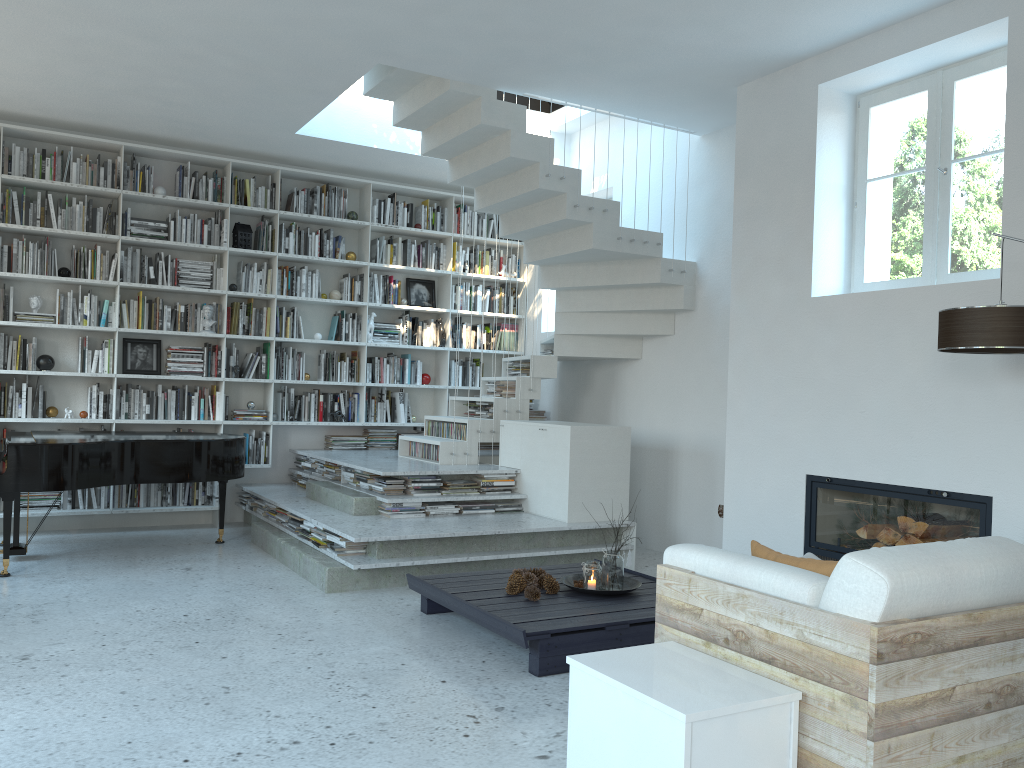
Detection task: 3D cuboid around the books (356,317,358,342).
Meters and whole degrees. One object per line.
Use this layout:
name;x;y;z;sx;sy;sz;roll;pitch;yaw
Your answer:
books;-1.475;-0.503;8.277;0.013;0.245;0.158;2;0;-30

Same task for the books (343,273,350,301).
books;-1.538;-0.885;8.223;0.015;0.267;0.164;2;0;-30

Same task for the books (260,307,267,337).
books;-2.210;-0.542;7.851;0.032;0.266;0.143;2;0;-30

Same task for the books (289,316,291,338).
books;-2.018;-0.506;7.964;0.014;0.209;0.156;2;0;-30

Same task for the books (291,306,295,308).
books;-1.984;-0.550;8.031;0.011;0.300;0.088;2;0;-30

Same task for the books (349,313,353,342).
books;-1.516;-0.519;8.254;0.032;0.274;0.154;2;0;-30

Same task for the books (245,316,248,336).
books;-2.350;-0.504;7.795;0.030;0.181;0.131;2;0;-30

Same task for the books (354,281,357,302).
books;-1.481;-0.850;8.263;0.013;0.202;0.173;2;0;-30

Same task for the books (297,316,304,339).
books;-1.921;-0.502;7.998;0.051;0.210;0.176;2;0;-30

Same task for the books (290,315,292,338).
books;-2.005;-0.507;7.962;0.007;0.211;0.158;2;0;-30

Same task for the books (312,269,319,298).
books;-1.799;-0.898;8.065;0.024;0.272;0.169;2;0;-30

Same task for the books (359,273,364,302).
books;-1.420;-0.886;8.282;0.005;0.278;0.182;2;0;-30

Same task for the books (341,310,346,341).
books;-1.580;-0.532;8.223;0.013;0.295;0.154;2;0;-30

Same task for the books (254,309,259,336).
books;-2.263;-0.532;7.795;0.027;0.242;0.188;2;0;-30

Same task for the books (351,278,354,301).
books;-1.508;-0.864;8.255;0.016;0.228;0.160;2;0;-30

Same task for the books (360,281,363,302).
books;-1.432;-0.850;8.283;0.012;0.206;0.169;2;0;-30

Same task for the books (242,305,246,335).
books;-2.369;-0.553;7.780;0.035;0.278;0.139;2;0;-30

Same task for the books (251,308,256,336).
books;-2.296;-0.538;7.805;0.033;0.253;0.174;2;0;-30

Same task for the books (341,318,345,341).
books;-1.585;-0.494;8.203;0.013;0.219;0.187;2;0;-30

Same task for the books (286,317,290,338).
books;-2.025;-0.498;7.930;0.017;0.192;0.191;2;0;-30

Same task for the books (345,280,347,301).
books;-1.565;-0.855;8.224;0.005;0.205;0.154;2;0;-30

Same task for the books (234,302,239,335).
books;-2.415;-0.563;7.723;0.035;0.293;0.145;2;0;-30

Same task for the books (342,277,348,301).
books;-1.556;-0.868;8.227;0.012;0.232;0.154;2;0;-30

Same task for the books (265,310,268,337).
books;-2.202;-0.532;7.874;0.019;0.248;0.149;2;0;-30

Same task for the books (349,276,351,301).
books;-1.531;-0.873;8.240;0.016;0.244;0.151;2;0;-30

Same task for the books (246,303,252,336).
books;-2.311;-0.559;7.771;0.019;0.293;0.182;2;0;-30

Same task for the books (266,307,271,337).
books;-2.183;-0.542;7.881;0.033;0.268;0.141;2;0;-30

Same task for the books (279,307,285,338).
books;-2.062;-0.543;7.910;0.013;0.279;0.191;2;0;-30

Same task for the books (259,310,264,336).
books;-2.234;-0.529;7.844;0.028;0.239;0.145;2;0;-30

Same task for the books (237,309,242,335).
books;-2.391;-0.532;7.745;0.015;0.232;0.180;2;0;-30

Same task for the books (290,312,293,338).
books;-2.000;-0.522;7.978;0.017;0.243;0.132;2;0;-30

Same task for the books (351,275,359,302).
books;-1.463;-0.877;8.262;0.016;0.257;0.175;2;0;-30

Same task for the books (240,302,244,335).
books;-2.374;-0.562;7.750;0.019;0.294;0.163;2;0;-30

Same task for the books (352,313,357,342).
books;-1.486;-0.518;8.246;0.012;0.273;0.183;2;0;-30

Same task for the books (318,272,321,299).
books;-1.777;-0.887;8.104;0.034;0.254;0.161;2;0;-30

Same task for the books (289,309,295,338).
books;-1.985;-0.535;7.976;0.006;0.270;0.178;2;0;-30

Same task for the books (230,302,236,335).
books;-2.439;-0.564;7.714;0.035;0.293;0.145;2;0;-30

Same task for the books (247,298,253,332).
books;-2.309;-0.581;7.793;0.021;0.337;0.169;2;0;-30

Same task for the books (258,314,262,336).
books;-2.247;-0.512;7.814;0.034;0.204;0.181;2;0;-30

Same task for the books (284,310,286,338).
books;-2.052;-0.531;7.949;0.013;0.256;0.144;2;0;-30

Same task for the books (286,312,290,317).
books;-2.026;-0.523;7.958;0.008;0.242;0.169;2;0;-30

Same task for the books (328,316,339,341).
books;-1.650;-0.506;8.180;0.056;0.241;0.153;2;0;-30

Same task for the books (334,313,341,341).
books;-1.614;-0.518;8.193;0.021;0.264;0.174;2;0;-30

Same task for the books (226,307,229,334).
books;-2.487;-0.541;7.705;0.014;0.244;0.145;2;0;-30

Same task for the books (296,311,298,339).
books;-1.959;-0.526;8.007;0.007;0.254;0.161;2;0;-30

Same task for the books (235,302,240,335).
books;-2.412;-0.563;7.743;0.035;0.293;0.145;2;0;-30

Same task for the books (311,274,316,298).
books;-1.825;-0.879;8.063;0.021;0.232;0.183;2;0;-30

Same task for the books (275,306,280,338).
books;-2.108;-0.549;7.901;0.035;0.288;0.191;2;0;-30

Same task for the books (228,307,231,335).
books;-2.479;-0.543;7.723;0.013;0.247;0.176;2;0;-30

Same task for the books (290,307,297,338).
books;-1.974;-0.543;7.989;0.013;0.287;0.158;2;0;-30

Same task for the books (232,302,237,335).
books;-2.434;-0.564;7.730;0.035;0.293;0.145;2;0;-30

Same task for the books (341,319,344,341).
books;-1.593;-0.490;8.198;0.006;0.210;0.188;2;0;-30

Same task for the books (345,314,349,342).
books;-1.555;-0.515;8.222;0.018;0.263;0.165;2;0;-30

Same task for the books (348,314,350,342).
books;-1.541;-0.513;8.231;0.015;0.259;0.152;2;0;-30

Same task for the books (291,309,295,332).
books;-1.983;-0.537;7.984;0.006;0.273;0.167;2;0;-30

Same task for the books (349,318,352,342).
books;-1.526;-0.495;8.231;0.012;0.224;0.178;2;0;-30

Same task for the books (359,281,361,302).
books;-1.452;-0.850;8.268;0.013;0.204;0.173;2;0;-30

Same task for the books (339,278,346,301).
books;-1.575;-0.863;8.222;0.015;0.220;0.140;2;0;-30
